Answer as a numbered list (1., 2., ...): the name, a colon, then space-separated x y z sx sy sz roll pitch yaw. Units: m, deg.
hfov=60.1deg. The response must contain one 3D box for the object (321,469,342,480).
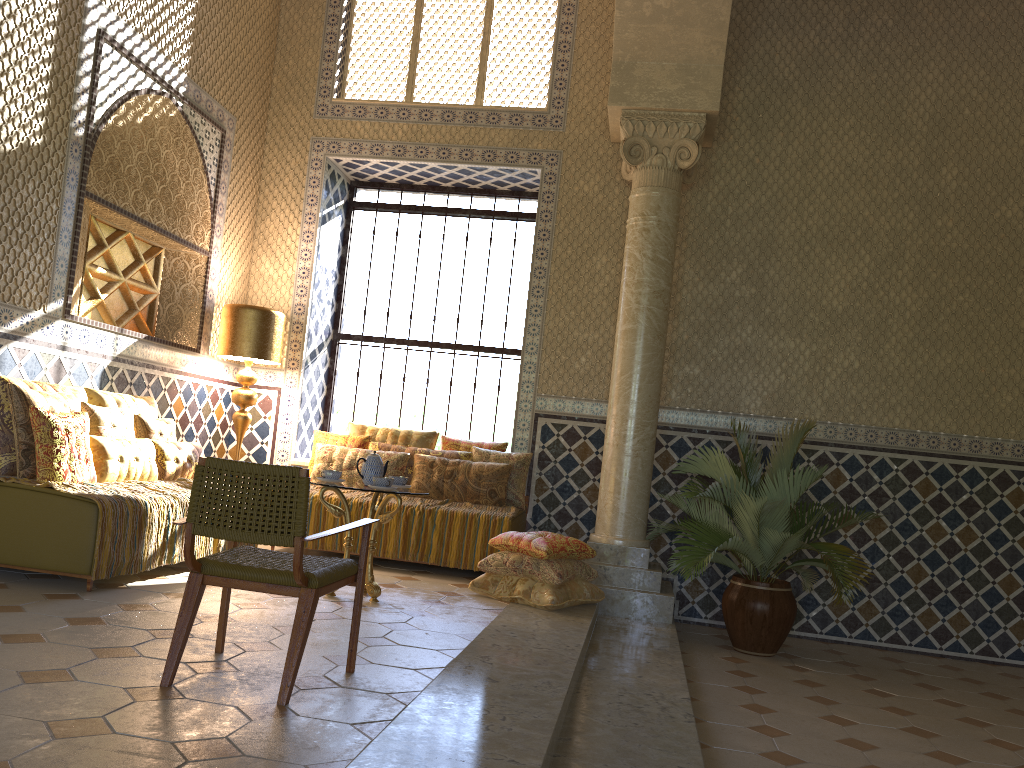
1. object: -1.615 0.822 7.908 0.184 0.100 0.183 7 -4 -10

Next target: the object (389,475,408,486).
1. object: -1.054 0.905 8.179 0.183 0.100 0.183 6 -4 -2

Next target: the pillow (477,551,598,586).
1. pillow: 0.267 1.827 8.791 0.930 0.347 0.884 4 -5 29

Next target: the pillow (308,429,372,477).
1. pillow: -2.138 0.929 10.805 0.740 0.692 0.341 6 -2 9

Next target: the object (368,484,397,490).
1. object: -1.104 0.886 7.544 0.255 0.032 0.256 6 -5 5

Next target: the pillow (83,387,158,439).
1. pillow: -3.843 0.505 8.818 0.422 0.830 1.196 6 -4 9

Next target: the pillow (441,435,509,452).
1. pillow: -0.522 1.060 10.840 0.855 0.799 0.394 6 -2 9

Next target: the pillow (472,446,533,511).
1. pillow: -0.164 1.119 10.503 0.740 0.692 0.341 6 -2 9

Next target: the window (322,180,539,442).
1. window: -3.908 -1.026 12.249 8.479 3.984 0.575 6 -2 5

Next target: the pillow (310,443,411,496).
1. pillow: -1.826 1.025 10.512 1.190 0.546 0.330 6 -2 9

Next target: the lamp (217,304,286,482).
1. lamp: -3.245 0.491 10.618 0.738 2.809 0.736 7 -2 -22

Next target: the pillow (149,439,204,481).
1. pillow: -3.365 0.798 8.911 0.271 0.449 0.986 6 -4 9

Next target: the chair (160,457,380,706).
1. chair: -1.369 1.041 5.000 0.949 1.207 0.909 6 -3 9

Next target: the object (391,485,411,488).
1. object: -1.058 0.943 8.179 0.256 0.032 0.256 7 -5 -12

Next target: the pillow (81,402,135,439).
1. pillow: -3.677 0.541 8.106 0.340 0.692 0.743 6 -3 9

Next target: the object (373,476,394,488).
1. object: -1.099 0.848 7.544 0.183 0.100 0.184 6 -4 5

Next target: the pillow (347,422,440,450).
1. pillow: -1.546 0.927 10.939 1.191 0.831 0.423 6 -2 9

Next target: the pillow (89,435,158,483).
1. pillow: -3.503 0.708 7.985 0.271 0.449 0.986 6 -4 9

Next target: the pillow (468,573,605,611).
1. pillow: 0.265 2.030 8.793 0.989 0.367 1.047 3 -5 34

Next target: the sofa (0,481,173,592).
1. sofa: -3.523 1.222 8.154 1.272 0.935 2.860 6 -4 9

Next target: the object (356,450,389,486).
1. object: -1.244 0.753 7.896 0.273 0.323 0.199 6 -2 -2

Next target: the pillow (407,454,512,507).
1. pillow: -0.621 1.141 10.328 1.190 0.546 0.330 6 -2 9

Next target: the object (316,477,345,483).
1. object: -1.619 0.860 7.908 0.256 0.032 0.256 7 -5 -12

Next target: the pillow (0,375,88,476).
1. pillow: -4.018 0.389 7.636 0.422 0.830 1.196 6 -4 9

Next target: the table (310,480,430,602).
1. table: -1.323 1.394 7.840 1.098 0.979 1.105 4 -4 38

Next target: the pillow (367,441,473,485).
1. pillow: -1.152 1.052 10.632 1.340 0.614 0.371 6 -2 9

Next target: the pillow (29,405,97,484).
1. pillow: -3.632 0.532 7.200 0.344 0.650 0.687 6 -3 8

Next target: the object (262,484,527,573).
1. object: -1.363 1.625 10.327 2.883 0.717 1.319 5 -4 9

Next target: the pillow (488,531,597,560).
1. pillow: 0.304 1.621 8.786 0.802 0.310 0.751 2 -6 43

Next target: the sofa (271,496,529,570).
1. sofa: -1.316 1.644 10.383 2.847 0.936 1.278 6 -4 9

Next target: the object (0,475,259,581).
1. object: -3.464 1.218 8.133 1.313 0.716 2.896 6 -5 9

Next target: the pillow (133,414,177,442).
1. pillow: -3.563 0.648 8.899 0.313 0.636 0.684 6 -3 9

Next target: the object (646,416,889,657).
1. object: 2.747 1.558 9.190 2.643 2.498 2.168 6 -3 -4

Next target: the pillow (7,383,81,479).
1. pillow: -3.858 0.427 7.383 0.383 0.779 0.837 6 -3 9
